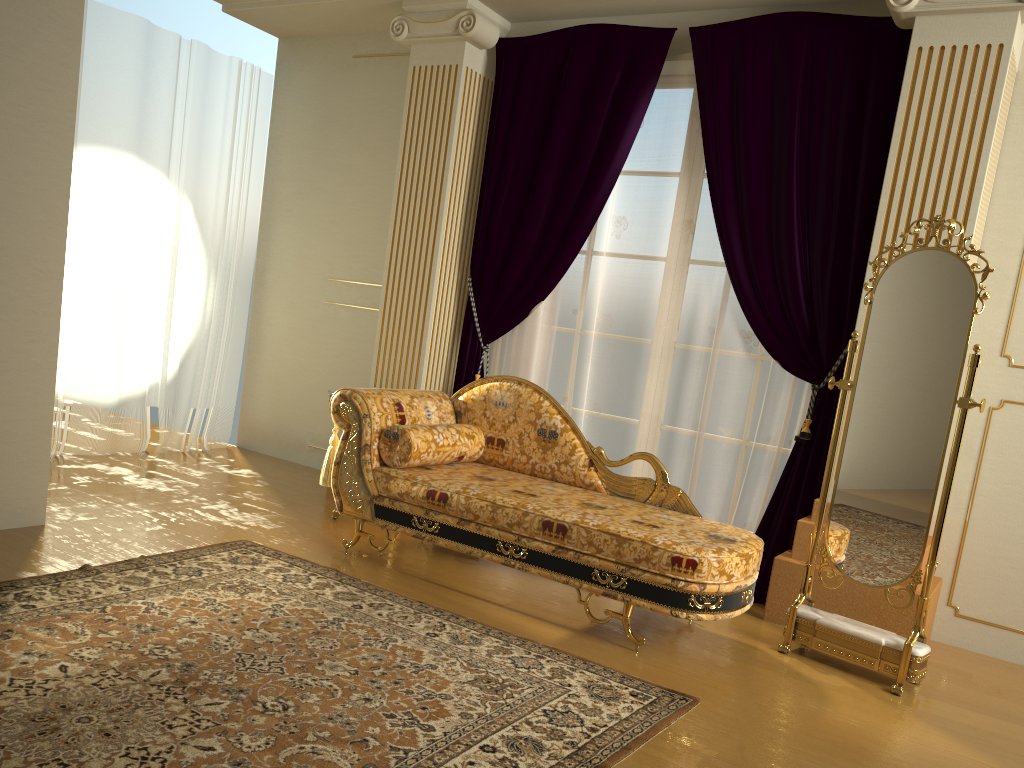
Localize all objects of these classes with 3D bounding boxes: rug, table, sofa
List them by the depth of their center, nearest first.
[{"bbox_3d":[-1.086,0.807,2.057,2.104,0.017,3.077,10,4,31],"label":"rug"},{"bbox_3d":[0.103,0.445,3.701,1.881,0.878,0.692,11,6,31],"label":"sofa"},{"bbox_3d":[-0.718,0.385,4.673,0.572,0.648,0.566,7,6,-14],"label":"table"}]

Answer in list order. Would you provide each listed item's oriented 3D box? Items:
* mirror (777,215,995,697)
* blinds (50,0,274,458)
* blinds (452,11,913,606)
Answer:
[{"bbox_3d":[1.396,0.239,3.249,0.537,1.713,0.243,14,10,41],"label":"mirror"},{"bbox_3d":[-2.285,-0.813,5.049,0.163,2.526,2.165,13,8,34],"label":"blinds"},{"bbox_3d":[0.678,-0.420,4.441,2.220,2.674,0.338,12,8,32],"label":"blinds"}]
